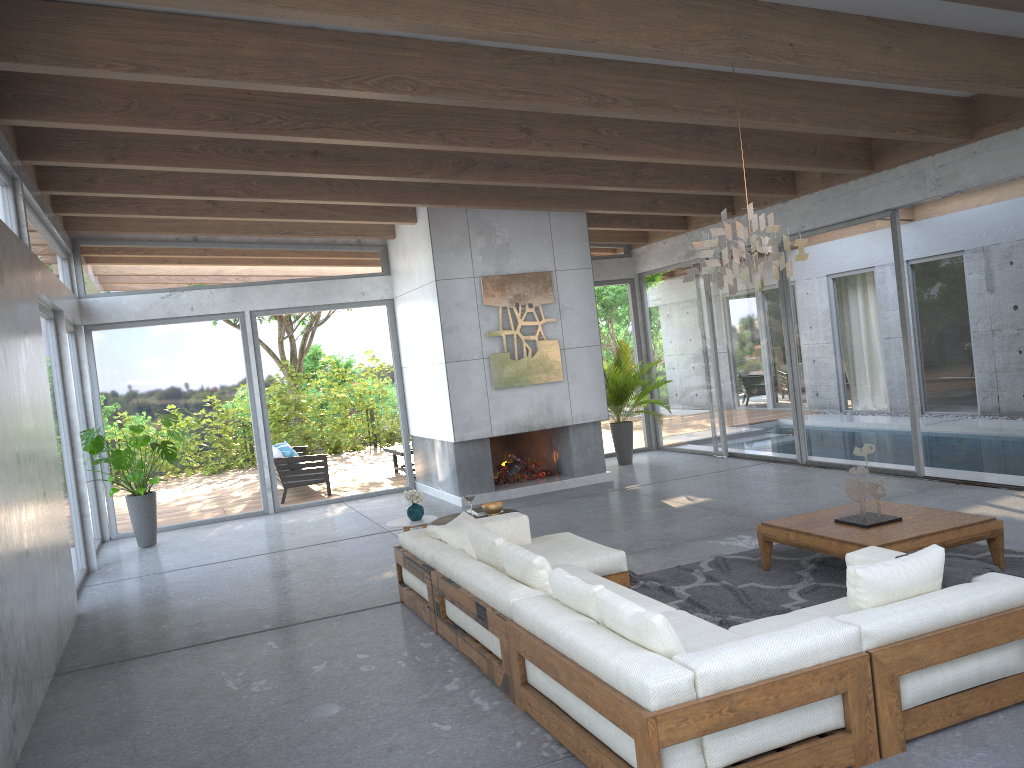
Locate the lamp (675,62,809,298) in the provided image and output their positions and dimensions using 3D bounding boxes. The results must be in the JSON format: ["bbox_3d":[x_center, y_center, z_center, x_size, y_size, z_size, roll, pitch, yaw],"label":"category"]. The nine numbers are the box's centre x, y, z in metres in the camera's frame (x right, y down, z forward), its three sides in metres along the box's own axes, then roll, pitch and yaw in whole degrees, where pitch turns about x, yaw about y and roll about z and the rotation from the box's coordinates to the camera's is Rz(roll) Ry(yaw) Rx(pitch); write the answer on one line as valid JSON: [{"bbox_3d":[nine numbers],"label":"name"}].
[{"bbox_3d":[1.268,-1.215,5.378,0.862,1.400,0.636,-6,2,26],"label":"lamp"}]

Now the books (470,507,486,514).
[{"bbox_3d":[-0.221,1.044,7.381,0.205,0.012,0.290,-7,2,-16],"label":"books"}]

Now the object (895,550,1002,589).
[{"bbox_3d":[1.940,1.171,4.066,0.857,0.704,0.472,-7,2,-24],"label":"object"}]

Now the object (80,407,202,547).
[{"bbox_3d":[-4.375,1.101,10.284,1.416,1.540,1.731,-7,2,-2],"label":"object"}]

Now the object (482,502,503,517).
[{"bbox_3d":[-0.150,1.016,7.153,0.173,0.097,0.173,-8,2,-42],"label":"object"}]

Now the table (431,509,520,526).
[{"bbox_3d":[-0.270,1.300,7.175,0.725,0.441,0.725,-5,2,31],"label":"table"}]

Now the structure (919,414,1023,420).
[{"bbox_3d":[8.141,0.463,10.046,0.477,0.068,13.673,-7,2,-21],"label":"structure"}]

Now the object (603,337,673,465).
[{"bbox_3d":[1.510,0.228,12.541,1.484,1.819,1.798,-7,2,-14],"label":"object"}]

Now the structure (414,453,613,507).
[{"bbox_3d":[-0.083,1.060,11.816,2.012,0.595,2.203,-7,2,-21],"label":"structure"}]

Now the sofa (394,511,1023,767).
[{"bbox_3d":[0.719,1.165,5.148,1.965,0.777,3.733,-7,2,-21],"label":"sofa"}]

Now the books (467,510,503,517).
[{"bbox_3d":[-0.227,1.059,7.381,0.220,0.015,0.303,-7,2,-21],"label":"books"}]

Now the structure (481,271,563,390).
[{"bbox_3d":[0.125,-0.655,10.713,0.919,1.351,0.041,-7,2,-21],"label":"structure"}]

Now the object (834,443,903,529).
[{"bbox_3d":[2.331,0.650,5.896,0.346,0.518,0.379,-7,2,-21],"label":"object"}]

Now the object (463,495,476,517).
[{"bbox_3d":[-0.320,0.983,6.969,0.099,0.212,0.099,-6,2,10],"label":"object"}]

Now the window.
[{"bbox_3d":[2.228,-0.594,5.540,14.294,3.764,23.280,-7,2,-21],"label":"window"}]

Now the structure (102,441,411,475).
[{"bbox_3d":[-4.251,1.493,12.233,15.587,3.022,31.708,-6,2,20],"label":"structure"}]

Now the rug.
[{"bbox_3d":[1.889,1.289,5.754,3.186,0.056,2.187,-7,2,-21],"label":"rug"}]

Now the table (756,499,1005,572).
[{"bbox_3d":[2.413,1.078,5.898,1.048,0.352,1.112,-7,2,-21],"label":"table"}]
